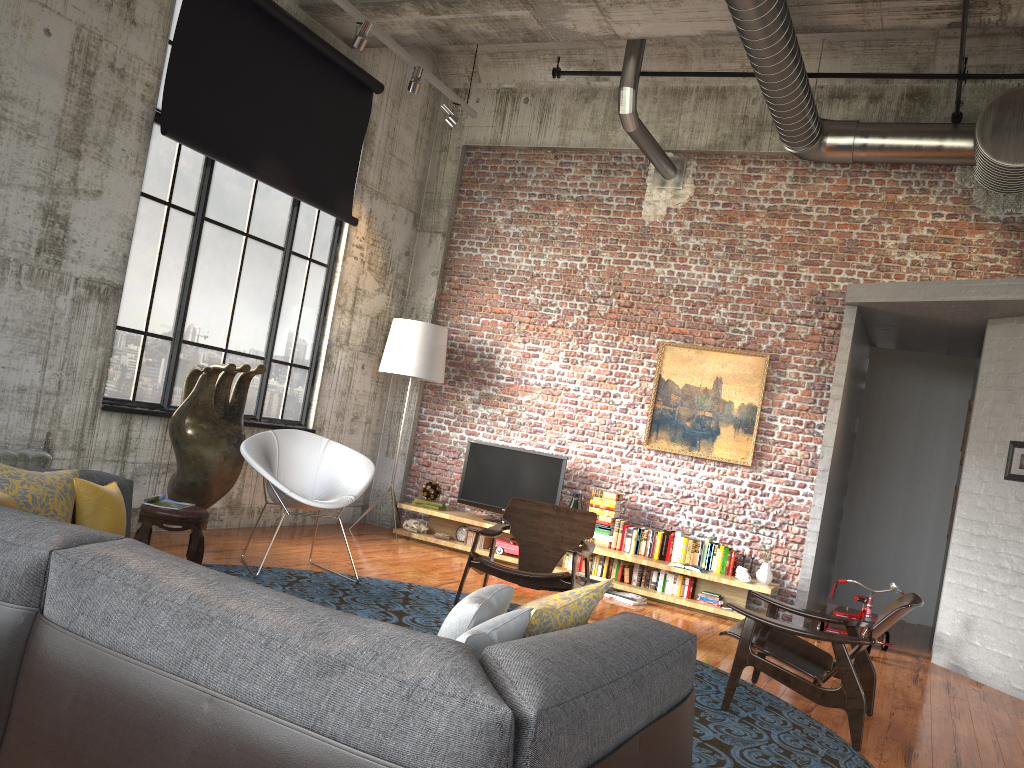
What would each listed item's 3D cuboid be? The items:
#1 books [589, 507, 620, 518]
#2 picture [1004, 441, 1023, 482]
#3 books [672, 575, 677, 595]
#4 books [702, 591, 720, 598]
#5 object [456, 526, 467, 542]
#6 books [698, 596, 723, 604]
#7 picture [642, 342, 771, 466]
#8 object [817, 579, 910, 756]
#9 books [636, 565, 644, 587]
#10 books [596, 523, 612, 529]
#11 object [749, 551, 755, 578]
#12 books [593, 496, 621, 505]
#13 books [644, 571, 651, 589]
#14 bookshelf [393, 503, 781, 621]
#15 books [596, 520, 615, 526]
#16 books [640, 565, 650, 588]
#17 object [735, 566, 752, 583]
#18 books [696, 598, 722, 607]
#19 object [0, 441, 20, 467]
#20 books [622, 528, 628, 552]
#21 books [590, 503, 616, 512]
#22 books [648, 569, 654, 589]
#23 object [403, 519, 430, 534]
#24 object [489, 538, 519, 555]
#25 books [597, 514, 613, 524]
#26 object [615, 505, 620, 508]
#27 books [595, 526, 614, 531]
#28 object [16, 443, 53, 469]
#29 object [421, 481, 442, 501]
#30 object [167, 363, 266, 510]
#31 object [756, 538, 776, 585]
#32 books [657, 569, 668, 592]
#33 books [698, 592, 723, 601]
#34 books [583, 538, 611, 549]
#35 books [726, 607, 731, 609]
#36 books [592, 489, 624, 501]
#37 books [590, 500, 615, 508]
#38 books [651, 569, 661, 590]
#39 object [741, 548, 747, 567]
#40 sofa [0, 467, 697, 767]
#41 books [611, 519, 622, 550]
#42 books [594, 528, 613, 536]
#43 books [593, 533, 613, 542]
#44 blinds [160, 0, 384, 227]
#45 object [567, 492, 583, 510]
[{"bbox_3d":[0.906,1.253,8.672,0.259,0.060,0.180,9,-3,26],"label":"books"},{"bbox_3d":[4.017,0.608,6.891,0.015,0.316,0.426,10,-2,-14],"label":"picture"},{"bbox_3d":[1.520,1.859,8.198,0.028,0.174,0.127,10,-2,26],"label":"books"},{"bbox_3d":[1.803,1.900,8.009,0.154,0.019,0.109,9,-3,26],"label":"books"},{"bbox_3d":[-0.503,1.557,9.188,0.168,0.172,0.068,9,-1,27],"label":"object"},{"bbox_3d":[1.795,1.945,8.007,0.214,0.025,0.149,9,-3,11],"label":"books"},{"bbox_3d":[1.860,0.177,8.545,1.062,1.064,0.040,9,-1,26],"label":"picture"},{"bbox_3d":[5.900,2.167,1.684,20.789,0.657,8.795,9,-3,26],"label":"object"},{"bbox_3d":[1.222,1.807,8.340,0.043,0.186,0.143,9,-2,26],"label":"books"},{"bbox_3d":[0.883,1.376,8.668,0.223,0.027,0.161,9,-3,26],"label":"books"},{"bbox_3d":[2.205,1.653,8.152,0.057,0.272,0.057,10,-1,-14],"label":"object"},{"bbox_3d":[0.933,1.140,8.676,0.230,0.037,0.168,9,-3,26],"label":"books"},{"bbox_3d":[1.281,1.831,8.301,0.036,0.156,0.109,9,-2,26],"label":"books"},{"bbox_3d":[0.601,1.714,8.689,3.837,0.358,0.550,9,-3,26],"label":"bookshelf"},{"bbox_3d":[0.886,1.350,8.665,0.223,0.026,0.161,9,-3,26],"label":"books"},{"bbox_3d":[1.254,1.792,8.312,0.033,0.224,0.106,10,-1,26],"label":"books"},{"bbox_3d":[2.064,1.696,7.881,0.123,0.123,0.251,11,-2,-19],"label":"object"},{"bbox_3d":[1.790,1.971,8.007,0.214,0.026,0.149,9,-3,26],"label":"books"},{"bbox_3d":[-3.154,0.532,5.427,0.162,0.361,0.163,9,-1,24],"label":"object"},{"bbox_3d":[1.112,1.499,8.528,0.026,0.223,0.162,10,-2,26],"label":"books"},{"bbox_3d":[0.911,1.206,8.672,0.253,0.034,0.183,9,-3,26],"label":"books"},{"bbox_3d":[1.317,1.824,8.297,0.028,0.182,0.120,10,-2,26],"label":"books"},{"bbox_3d":[-0.999,1.494,9.320,0.273,0.133,0.183,8,-3,34],"label":"object"},{"bbox_3d":[0.097,1.639,8.797,0.599,0.174,0.244,9,-2,17],"label":"object"},{"bbox_3d":[0.895,1.310,8.671,0.246,0.057,0.171,9,-3,26],"label":"books"},{"bbox_3d":[0.915,1.172,8.668,0.248,0.031,0.179,9,-3,26],"label":"object"},{"bbox_3d":[0.878,1.402,8.667,0.250,0.026,0.160,9,-3,26],"label":"books"},{"bbox_3d":[-3.056,0.560,5.636,0.162,0.361,0.163,9,-1,28],"label":"object"},{"bbox_3d":[-0.852,1.133,9.399,0.214,0.207,0.217,9,-2,15],"label":"object"},{"bbox_3d":[-2.405,0.422,6.953,0.455,1.295,0.730,9,-2,37],"label":"object"},{"bbox_3d":[2.280,1.566,7.913,0.197,0.445,0.234,10,-1,13],"label":"object"},{"bbox_3d":[1.407,1.819,8.255,0.040,0.219,0.133,10,-1,26],"label":"books"},{"bbox_3d":[1.797,1.921,8.011,0.191,0.024,0.132,8,-3,31],"label":"books"},{"bbox_3d":[0.862,1.545,8.677,0.284,0.066,0.198,9,-3,26],"label":"books"},{"bbox_3d":[2.007,2.005,7.866,0.169,0.023,0.230,13,-4,-44],"label":"books"},{"bbox_3d":[0.942,1.089,8.684,0.259,0.066,0.198,9,-3,26],"label":"books"},{"bbox_3d":[0.915,1.172,8.669,0.253,0.034,0.183,9,-3,26],"label":"books"},{"bbox_3d":[1.348,1.827,8.280,0.043,0.185,0.129,9,-2,26],"label":"books"},{"bbox_3d":[2.141,1.644,8.199,0.057,0.272,0.057,10,-1,-14],"label":"object"},{"bbox_3d":[-1.014,0.895,2.837,2.997,0.860,1.366,9,-3,27],"label":"sofa"},{"bbox_3d":[1.028,1.452,8.573,0.044,0.290,0.177,10,-1,26],"label":"books"},{"bbox_3d":[0.870,1.437,8.676,0.239,0.045,0.175,9,-3,26],"label":"books"},{"bbox_3d":[0.870,1.486,8.669,0.290,0.053,0.177,9,-3,26],"label":"books"},{"bbox_3d":[-1.974,-2.434,7.745,0.150,1.463,2.450,10,-2,26],"label":"blinds"},{"bbox_3d":[0.616,1.311,8.817,0.268,0.455,0.267,11,-2,-33],"label":"object"}]
